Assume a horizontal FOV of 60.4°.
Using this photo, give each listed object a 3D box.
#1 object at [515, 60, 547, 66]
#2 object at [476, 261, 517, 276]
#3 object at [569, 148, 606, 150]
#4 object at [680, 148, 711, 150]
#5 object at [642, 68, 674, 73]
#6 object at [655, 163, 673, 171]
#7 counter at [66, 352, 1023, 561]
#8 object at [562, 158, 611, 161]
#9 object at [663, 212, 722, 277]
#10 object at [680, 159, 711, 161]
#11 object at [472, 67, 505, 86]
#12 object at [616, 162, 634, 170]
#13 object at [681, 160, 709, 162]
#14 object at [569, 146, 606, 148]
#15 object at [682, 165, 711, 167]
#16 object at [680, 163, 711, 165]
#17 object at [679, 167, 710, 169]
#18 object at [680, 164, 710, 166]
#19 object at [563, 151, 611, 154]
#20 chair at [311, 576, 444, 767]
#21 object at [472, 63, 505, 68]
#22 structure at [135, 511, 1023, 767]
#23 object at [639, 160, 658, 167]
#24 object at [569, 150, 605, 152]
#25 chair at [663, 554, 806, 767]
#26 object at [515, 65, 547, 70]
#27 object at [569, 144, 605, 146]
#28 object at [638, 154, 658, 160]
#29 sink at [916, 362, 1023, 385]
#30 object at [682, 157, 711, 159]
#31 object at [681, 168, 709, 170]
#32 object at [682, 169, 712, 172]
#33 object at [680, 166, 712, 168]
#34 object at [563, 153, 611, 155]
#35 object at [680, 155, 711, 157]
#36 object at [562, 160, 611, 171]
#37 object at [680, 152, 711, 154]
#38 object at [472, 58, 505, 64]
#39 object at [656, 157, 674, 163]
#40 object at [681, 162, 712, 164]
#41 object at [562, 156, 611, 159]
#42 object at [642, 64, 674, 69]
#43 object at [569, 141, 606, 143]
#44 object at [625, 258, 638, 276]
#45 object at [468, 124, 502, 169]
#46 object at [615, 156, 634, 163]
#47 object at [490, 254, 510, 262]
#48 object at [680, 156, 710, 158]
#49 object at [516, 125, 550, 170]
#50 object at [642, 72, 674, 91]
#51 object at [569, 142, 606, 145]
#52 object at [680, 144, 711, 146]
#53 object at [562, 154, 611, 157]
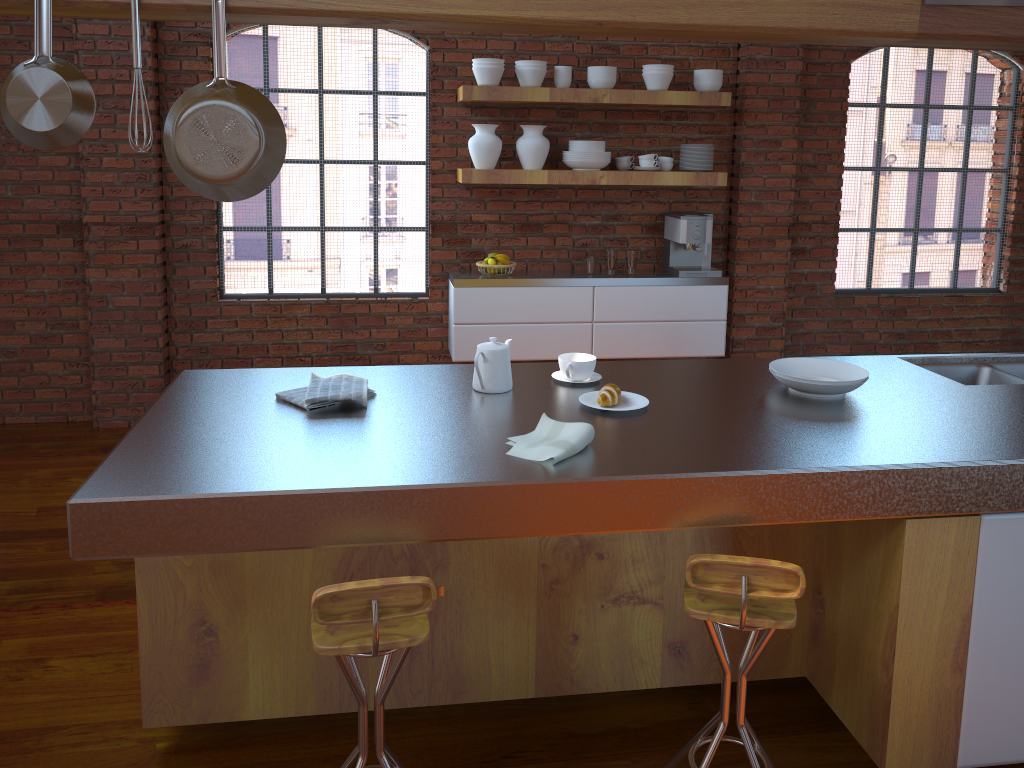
[{"bbox_3d":[0.106,-1.754,4.935,0.182,0.102,0.183,8,15,27],"label":"object"},{"bbox_3d":[-0.092,-0.671,5.124,0.238,0.070,0.239,12,18,37],"label":"object"},{"bbox_3d":[0.432,-1.333,5.077,0.214,0.054,0.218,-4,15,-17],"label":"object"},{"bbox_3d":[1.088,-1.377,5.173,0.194,0.013,0.199,3,15,8],"label":"object"},{"bbox_3d":[0.836,-1.750,5.048,0.181,0.102,0.184,-10,17,-37],"label":"object"},{"bbox_3d":[0.906,-1.286,5.216,0.099,0.046,0.094,8,15,25],"label":"object"},{"bbox_3d":[0.590,0.118,2.488,3.142,0.127,1.049,-1,15,-9],"label":"counter"},{"bbox_3d":[0.431,-1.274,5.086,0.282,0.054,0.287,-6,16,-25],"label":"object"},{"bbox_3d":[1.091,-0.840,5.261,0.271,0.363,0.388,-1,12,-9],"label":"object"},{"bbox_3d":[1.087,-1.314,5.182,0.194,0.013,0.199,3,15,8],"label":"object"},{"bbox_3d":[-0.132,-1.696,4.869,0.182,0.102,0.183,8,15,27],"label":"object"},{"bbox_3d":[0.665,-1.298,5.244,0.092,0.046,0.101,-7,16,-28],"label":"object"},{"bbox_3d":[1.086,-1.310,5.183,0.194,0.013,0.199,3,15,8],"label":"object"},{"bbox_3d":[0.432,-1.344,5.075,0.214,0.054,0.218,-4,15,-17],"label":"object"},{"bbox_3d":[1.086,-1.282,5.187,0.194,0.013,0.199,3,15,8],"label":"object"},{"bbox_3d":[1.086,-1.291,5.186,0.194,0.013,0.199,3,15,8],"label":"object"},{"bbox_3d":[1.086,-1.269,5.189,0.194,0.013,0.199,3,15,8],"label":"object"},{"bbox_3d":[1.086,-1.286,5.186,0.194,0.013,0.199,3,15,8],"label":"object"},{"bbox_3d":[0.431,-1.314,5.080,0.282,0.054,0.287,-6,16,-25],"label":"object"},{"bbox_3d":[-0.307,0.725,1.920,0.338,0.737,0.345,-1,10,-14],"label":"chair"},{"bbox_3d":[-0.131,-1.716,4.866,0.182,0.102,0.183,8,15,27],"label":"object"},{"bbox_3d":[0.580,0.558,2.562,3.119,0.752,1.047,-1,13,-9],"label":"structure"},{"bbox_3d":[0.783,-1.273,5.100,0.092,0.046,0.101,-3,14,-14],"label":"object"},{"bbox_3d":[0.432,-1.323,5.078,0.214,0.054,0.218,-4,15,-17],"label":"object"},{"bbox_3d":[0.515,0.705,2.043,0.338,0.737,0.345,3,10,11],"label":"chair"},{"bbox_3d":[0.105,-1.732,4.938,0.182,0.102,0.183,8,15,27],"label":"object"},{"bbox_3d":[0.432,-1.354,5.074,0.214,0.054,0.218,-4,15,-17],"label":"object"},{"bbox_3d":[0.779,-1.304,5.092,0.092,0.057,0.102,-5,15,-25],"label":"object"},{"bbox_3d":[1.682,0.068,2.968,0.613,0.196,0.418,-1,14,-9],"label":"sink"},{"bbox_3d":[1.087,-1.328,5.180,0.194,0.013,0.199,3,15,8],"label":"object"},{"bbox_3d":[1.086,-1.264,5.190,0.194,0.013,0.199,3,15,8],"label":"object"},{"bbox_3d":[1.086,-1.260,5.190,0.194,0.013,0.199,3,15,8],"label":"object"},{"bbox_3d":[1.086,-1.273,5.188,0.194,0.013,0.199,3,15,8],"label":"object"},{"bbox_3d":[0.431,-1.304,5.081,0.282,0.054,0.287,-6,16,-25],"label":"object"},{"bbox_3d":[1.087,-1.336,5.179,0.194,0.013,0.199,3,15,8],"label":"object"},{"bbox_3d":[0.431,-1.264,5.087,0.282,0.054,0.287,-6,16,-25],"label":"object"},{"bbox_3d":[1.087,-1.354,5.176,0.194,0.013,0.199,3,15,8],"label":"object"},{"bbox_3d":[-0.131,-1.739,4.863,0.182,0.102,0.183,8,15,27],"label":"object"},{"bbox_3d":[0.907,-1.319,5.218,0.100,0.057,0.094,4,14,14],"label":"object"},{"bbox_3d":[1.086,-1.296,5.185,0.194,0.013,0.199,3,15,8],"label":"object"},{"bbox_3d":[0.431,-1.285,5.084,0.282,0.054,0.287,-6,16,-25],"label":"object"},{"bbox_3d":[0.836,-1.772,5.045,0.181,0.102,0.184,-10,17,-37],"label":"object"},{"bbox_3d":[0.432,-1.373,5.071,0.214,0.054,0.218,-4,15,-17],"label":"object"},{"bbox_3d":[0.702,-0.691,5.185,0.078,0.102,0.079,2,11,3],"label":"object"},{"bbox_3d":[-0.152,-1.346,4.997,0.193,0.245,0.195,7,13,30],"label":"object"},{"bbox_3d":[0.662,-1.328,5.235,0.093,0.057,0.101,-10,17,-39],"label":"object"},{"bbox_3d":[-0.052,-0.715,5.090,0.066,0.083,0.187,7,15,28],"label":"object"},{"bbox_3d":[1.087,-1.331,5.180,0.194,0.013,0.199,3,15,8],"label":"object"},{"bbox_3d":[0.119,-1.352,5.038,0.193,0.245,0.195,-7,14,-36],"label":"object"},{"bbox_3d":[0.835,-1.729,5.051,0.181,0.102,0.184,-10,17,-37],"label":"object"},{"bbox_3d":[0.432,-1.363,5.072,0.214,0.054,0.218,-4,15,-17],"label":"object"},{"bbox_3d":[1.088,-1.399,5.170,0.194,0.013,0.199,3,15,8],"label":"object"},{"bbox_3d":[0.431,-1.296,5.082,0.282,0.054,0.287,-6,16,-25],"label":"object"}]
